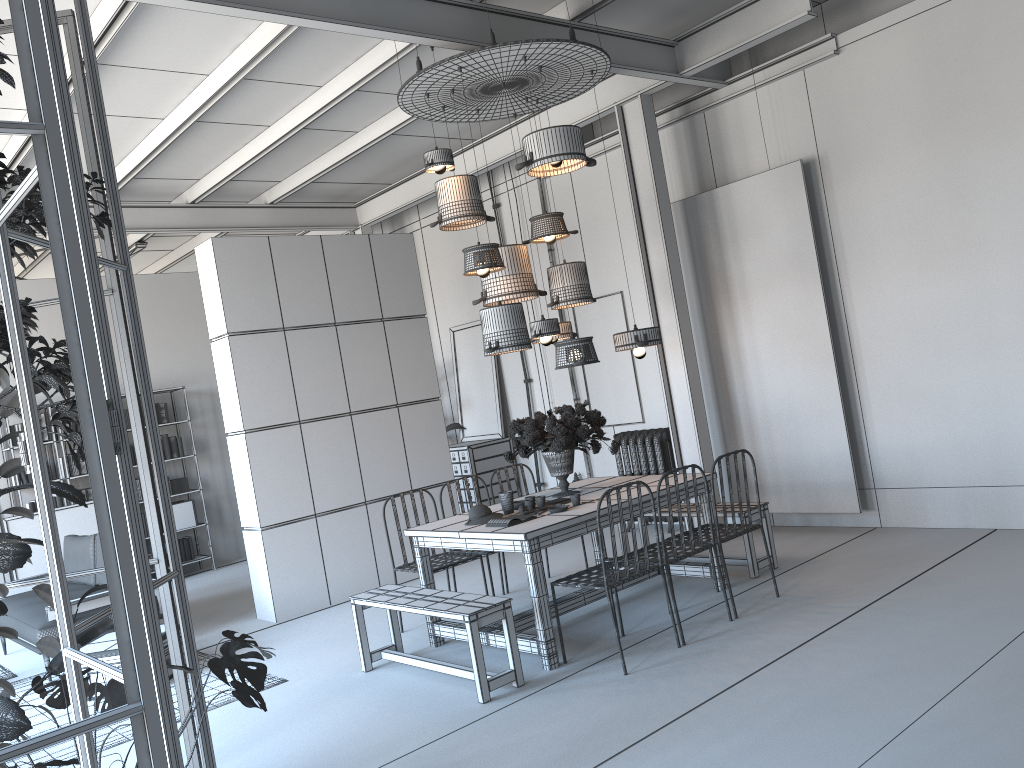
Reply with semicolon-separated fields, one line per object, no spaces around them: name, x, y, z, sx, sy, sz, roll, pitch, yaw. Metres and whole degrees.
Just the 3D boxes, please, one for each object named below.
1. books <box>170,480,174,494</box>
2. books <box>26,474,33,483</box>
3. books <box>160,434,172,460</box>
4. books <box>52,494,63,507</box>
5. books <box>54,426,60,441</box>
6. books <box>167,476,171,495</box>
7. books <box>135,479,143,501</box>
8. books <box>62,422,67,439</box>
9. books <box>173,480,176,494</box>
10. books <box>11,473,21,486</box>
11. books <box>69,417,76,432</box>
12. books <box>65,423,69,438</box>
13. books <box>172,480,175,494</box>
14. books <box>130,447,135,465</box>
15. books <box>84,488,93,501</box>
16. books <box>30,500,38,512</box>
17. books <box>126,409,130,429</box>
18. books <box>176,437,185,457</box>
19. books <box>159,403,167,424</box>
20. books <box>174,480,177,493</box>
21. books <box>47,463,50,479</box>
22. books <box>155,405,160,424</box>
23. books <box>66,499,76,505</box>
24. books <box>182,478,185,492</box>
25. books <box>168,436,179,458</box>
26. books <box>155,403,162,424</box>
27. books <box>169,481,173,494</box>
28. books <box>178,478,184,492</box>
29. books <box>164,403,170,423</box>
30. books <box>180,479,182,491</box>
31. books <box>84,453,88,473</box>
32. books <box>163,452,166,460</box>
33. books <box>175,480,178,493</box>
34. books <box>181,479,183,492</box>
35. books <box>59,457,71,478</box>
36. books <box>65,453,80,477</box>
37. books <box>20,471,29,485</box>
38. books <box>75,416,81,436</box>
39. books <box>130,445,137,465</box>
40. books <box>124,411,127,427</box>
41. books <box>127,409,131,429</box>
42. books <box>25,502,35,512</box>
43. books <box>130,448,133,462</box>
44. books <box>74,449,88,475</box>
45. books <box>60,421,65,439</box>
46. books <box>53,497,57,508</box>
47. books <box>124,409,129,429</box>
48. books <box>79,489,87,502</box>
books;-4.117;1.250;10.695;0.012;0.177;0.134;-10;0;-41
books;-5.307;0.972;9.748;0.065;0.278;0.204;-10;0;-41
books;-4.176;0.759;10.652;0.071;0.304;0.224;-10;0;-41
books;-5.085;1.349;9.900;0.243;0.299;0.048;-10;0;39
books;-5.116;0.535;9.965;0.043;0.213;0.154;-10;0;-41
books;-4.162;1.230;10.707;0.015;0.232;0.176;-10;0;-41
books;-4.452;1.257;10.469;0.091;0.265;0.193;-10;0;-41
books;-5.063;0.521;10.012;0.019;0.224;0.168;-10;0;-41
books;-4.100;1.247;10.710;0.012;0.177;0.134;-10;0;-41
books;-5.416;1.010;9.675;0.057;0.242;0.178;-10;0;-41
books;-4.987;0.497;10.055;0.077;0.244;0.178;-10;0;-42
books;-5.041;0.518;10.031;0.039;0.222;0.161;-10;0;-41
books;-4.109;1.249;10.702;0.012;0.177;0.134;-10;0;-41
books;-4.501;0.859;10.478;0.022;0.227;0.165;-10;0;-41
books;-4.839;1.323;10.134;0.062;0.265;0.193;-10;0;-41
books;-5.225;1.395;9.746;0.170;0.245;0.043;-10;0;39
books;-4.522;0.417;10.376;0.016;0.240;0.182;-10;0;-41
books;-4.052;0.771;10.777;0.057;0.244;0.180;-10;0;-41
books;-4.235;0.361;10.686;0.054;0.248;0.180;-10;0;-41
books;-4.091;1.246;10.717;0.012;0.177;0.134;-10;0;-41
books;-5.195;0.982;9.862;0.052;0.223;0.164;-10;0;-41
books;-4.292;0.374;10.644;0.030;0.241;0.194;-10;0;-44
books;-4.985;1.348;10.009;0.062;0.265;0.193;-10;0;-41
books;-4.013;1.232;10.785;0.012;0.177;0.134;-10;0;-41
books;-4.117;0.771;10.726;0.091;0.266;0.195;-10;0;-41
books;-4.270;0.362;10.664;0.027;0.258;0.189;-10;0;-41
books;-4.126;1.252;10.687;0.012;0.177;0.134;-10;0;-41
books;-4.022;1.234;10.778;0.012;0.177;0.134;-10;0;-41
books;-4.195;0.356;10.712;0.168;0.243;0.029;-10;0;45
books;-4.039;1.237;10.763;0.012;0.177;0.134;-10;0;-41
books;-4.857;0.898;10.130;0.084;0.267;0.193;-10;0;-40
books;-4.227;0.790;10.603;0.084;0.268;0.195;-10;0;-40
books;-4.083;1.244;10.725;0.012;0.177;0.134;-10;0;-41
books;-4.031;1.235;10.770;0.012;0.177;0.134;-10;0;-41
books;-5.028;0.937;9.956;0.057;0.244;0.178;-10;0;-41
books;-4.967;0.915;10.007;0.091;0.265;0.193;-10;0;-41
books;-5.354;1.000;9.703;0.077;0.244;0.178;-10;0;-40
books;-4.951;0.490;10.113;0.057;0.242;0.178;-10;0;-41
books;-4.484;0.847;10.522;0.057;0.244;0.180;-10;0;-41
books;-4.546;0.421;10.356;0.016;0.240;0.182;-10;0;-41
books;-4.510;0.415;10.387;0.016;0.240;0.182;-10;0;-41
books;-5.262;1.409;9.706;0.053;0.229;0.162;-10;0;-43
books;-4.517;0.862;10.463;0.022;0.227;0.165;-10;0;-41
books;-4.915;0.886;10.081;0.071;0.303;0.222;-10;0;-41
books;-5.095;0.520;9.999;0.029;0.231;0.173;-10;0;-41
books;-5.114;1.380;9.863;0.194;0.241;0.030;-10;0;36
books;-4.534;0.419;10.366;0.016;0.240;0.182;-10;0;-41
books;-4.895;1.332;10.101;0.062;0.265;0.193;-10;0;-41
